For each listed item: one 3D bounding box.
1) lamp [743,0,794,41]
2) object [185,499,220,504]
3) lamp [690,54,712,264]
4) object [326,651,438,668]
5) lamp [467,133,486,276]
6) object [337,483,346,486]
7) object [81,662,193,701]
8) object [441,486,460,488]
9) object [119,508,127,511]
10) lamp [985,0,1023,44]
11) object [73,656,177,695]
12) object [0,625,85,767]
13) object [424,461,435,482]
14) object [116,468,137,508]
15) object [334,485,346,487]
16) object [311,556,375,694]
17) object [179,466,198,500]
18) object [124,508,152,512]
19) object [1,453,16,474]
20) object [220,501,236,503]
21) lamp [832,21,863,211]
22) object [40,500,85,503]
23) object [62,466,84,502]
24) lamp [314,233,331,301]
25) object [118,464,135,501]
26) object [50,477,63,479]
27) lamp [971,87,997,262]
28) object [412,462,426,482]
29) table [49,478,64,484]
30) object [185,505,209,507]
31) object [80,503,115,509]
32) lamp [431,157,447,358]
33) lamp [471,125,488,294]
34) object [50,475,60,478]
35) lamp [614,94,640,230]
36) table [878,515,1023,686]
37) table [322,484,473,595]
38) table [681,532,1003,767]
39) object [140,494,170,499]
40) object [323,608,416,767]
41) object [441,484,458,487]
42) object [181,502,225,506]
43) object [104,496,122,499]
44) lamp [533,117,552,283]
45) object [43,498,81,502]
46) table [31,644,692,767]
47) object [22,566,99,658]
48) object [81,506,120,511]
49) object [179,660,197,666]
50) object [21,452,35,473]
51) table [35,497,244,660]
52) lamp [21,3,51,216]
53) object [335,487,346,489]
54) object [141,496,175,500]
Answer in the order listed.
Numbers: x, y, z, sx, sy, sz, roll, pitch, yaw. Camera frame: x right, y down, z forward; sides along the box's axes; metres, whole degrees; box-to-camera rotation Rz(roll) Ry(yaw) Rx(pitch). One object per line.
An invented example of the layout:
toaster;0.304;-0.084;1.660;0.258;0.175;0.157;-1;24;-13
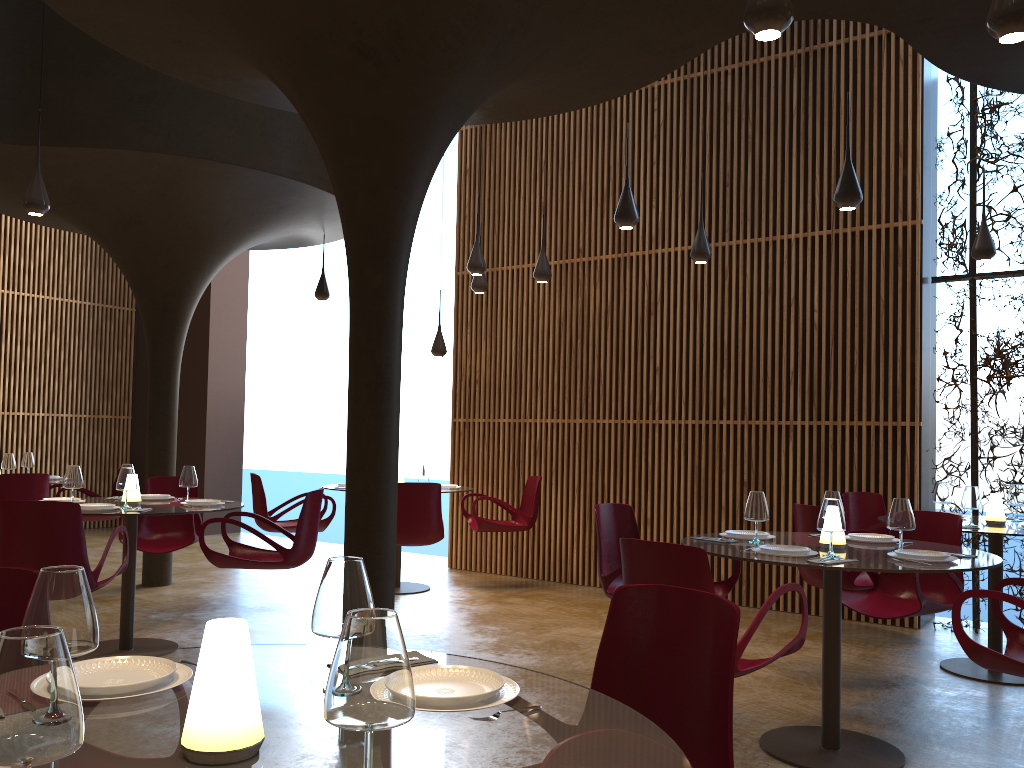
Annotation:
lamp;1.087;-4.519;3.634;0.196;6.271;0.196;2;-2;-20
object;-2.414;0.925;6.922;0.263;0.029;0.263;1;-4;6
lamp;1.773;-4.229;8.113;0.196;6.271;0.196;1;-2;10
object;-0.322;0.699;2.214;0.262;0.017;0.126;4;-4;-38
lamp;-0.286;-4.223;8.953;0.196;6.271;0.196;2;-2;-27
object;-1.800;1.113;9.778;0.263;0.029;0.263;-1;-4;29
object;-0.891;0.665;1.987;0.332;0.014;0.332;0;-4;24
object;-0.739;1.156;9.941;0.332;0.014;0.332;1;-4;8
object;-2.976;0.886;6.318;0.411;0.012;0.204;2;-4;-11
lamp;2.050;-4.499;3.611;0.196;6.271;0.196;2;-2;-20
object;-0.891;0.656;1.987;0.263;0.029;0.263;4;-4;-37
object;-0.662;0.486;1.209;0.142;0.295;0.142;1;-2;9
object;-0.941;1.022;10.056;0.142;0.295;0.142;3;-3;-38
object;-2.832;0.763;6.513;0.142;0.295;0.142;3;-3;-41
object;-1.801;1.123;9.778;0.332;0.014;0.332;-1;-4;32
object;-0.377;0.540;1.987;0.142;0.295;0.142;2;-2;-17
object;-2.586;0.804;7.081;0.142;0.295;0.142;2;-2;-13
object;-2.670;0.900;6.335;0.126;0.017;0.262;2;-4;-6
object;-5.341;0.886;9.409;0.142;0.295;0.142;0;-2;25
object;-2.400;0.960;7.223;0.262;0.017;0.126;1;-3;-1
lamp;2.370;-4.334;6.188;0.196;6.271;0.196;2;-2;-10
object;-3.455;0.904;6.803;0.332;0.014;0.332;4;-4;-35
object;-3.288;0.761;6.641;0.142;0.295;0.142;2;-2;-9
lamp;-2.239;-4.146;10.900;0.196;6.271;0.196;1;-2;10
object;-3.137;0.800;7.220;0.142;0.295;0.142;0;-3;30
object;-5.239;1.060;9.984;0.332;0.014;0.332;1;-4;-4
lamp;4.148;-4.198;7.774;0.196;6.271;0.196;2;-2;-30
object;-1.006;0.992;9.587;0.142;0.295;0.142;-1;-3;39
table;-5.638;1.603;9.602;1.673;1.129;1.673;3;-4;-33
object;-2.414;0.935;6.917;0.204;0.012;0.411;2;-4;-5
object;-2.971;0.876;6.320;0.263;0.029;0.263;2;-4;-9
lamp;-0.813;-3.456;10.781;0.196;6.271;0.196;1;-2;10
lamp;-0.298;-4.154;10.071;0.196;6.271;0.196;-1;-3;43
object;-5.239;1.051;9.985;0.263;0.029;0.263;0;-4;13
lamp;0.942;-4.323;6.876;0.196;6.271;0.196;2;-2;-10
table;3.694;1.635;6.774;1.672;1.129;1.674;2;-3;-13
table;-1.280;1.716;9.881;1.672;1.129;1.674;2;-3;-10
table;1.788;1.482;4.957;1.673;1.129;1.673;3;-4;-36
object;-2.990;0.941;7.394;0.263;0.029;0.263;1;-4;8
object;-0.223;0.506;1.387;0.142;0.295;0.142;2;-2;-23
object;-0.738;1.147;9.942;0.263;0.029;0.263;-1;-4;37
object;-2.415;0.934;6.922;0.332;0.014;0.332;4;-5;-39
object;-3.292;0.952;7.399;0.126;0.017;0.262;1;-4;-2
lamp;0.383;-4.187;9.290;0.196;6.271;0.196;-1;-3;43
object;-3.454;0.895;6.803;0.263;0.029;0.263;1;-3;0
table;-0.530;1.223;1.567;1.673;1.129;1.673;3;-4;-36
object;-0.898;0.514;1.759;0.142;0.295;0.142;0;-3;26
object;-2.972;0.885;6.319;0.332;0.014;0.332;3;-4;-32
object;-0.888;0.667;1.990;0.411;0.012;0.204;5;-5;-44
object;-5.467;0.920;10.016;0.142;0.295;0.142;0;-2;19
table;-2.953;1.492;6.828;1.672;1.129;1.674;1;-3;-2
lamp;-3.557;-4.423;6.855;0.196;6.271;0.196;0;-3;40
object;-1.766;1.113;9.477;0.262;0.017;0.126;2;-4;-10
object;-2.990;0.951;7.393;0.332;0.014;0.332;1;-4;-2
